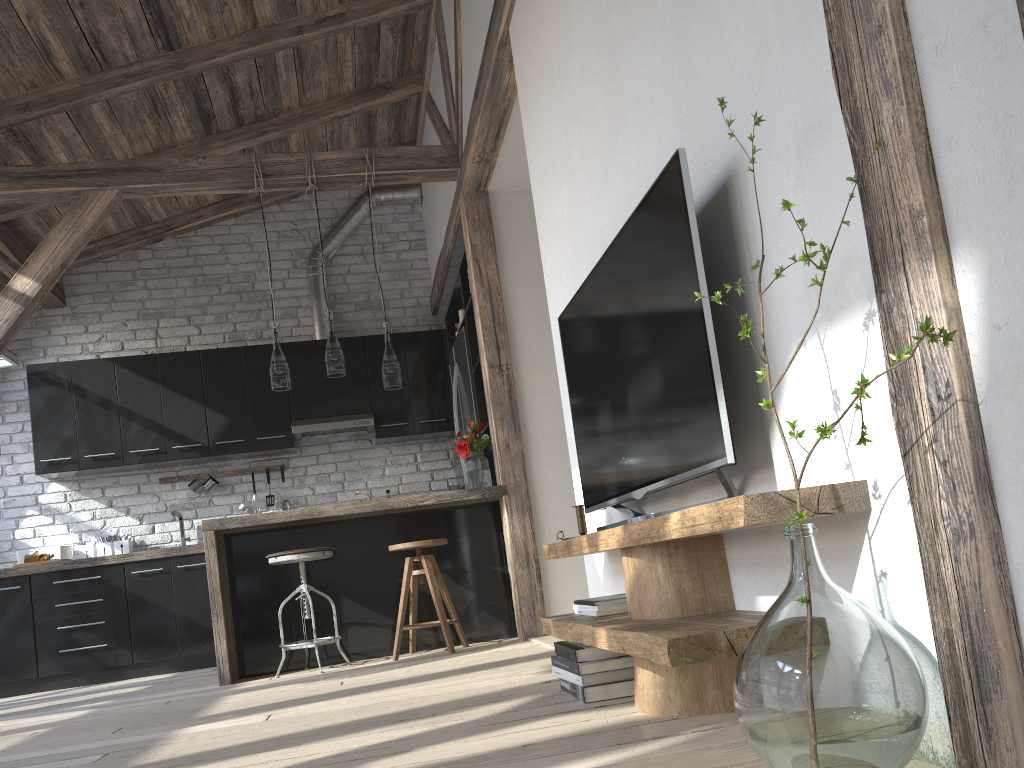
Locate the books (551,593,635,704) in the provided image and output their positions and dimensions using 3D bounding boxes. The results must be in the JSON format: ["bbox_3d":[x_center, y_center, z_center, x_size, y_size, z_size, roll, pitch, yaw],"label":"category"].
[{"bbox_3d":[0.282,0.752,2.552,0.290,0.261,0.367,-6,-10,-11],"label":"books"}]

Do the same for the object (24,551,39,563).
[{"bbox_3d":[-3.286,1.187,6.011,0.090,0.086,0.088,-2,-10,-33],"label":"object"}]

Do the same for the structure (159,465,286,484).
[{"bbox_3d":[-2.197,0.681,6.676,0.930,0.045,0.083,-6,-11,-10],"label":"structure"}]

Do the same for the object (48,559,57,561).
[{"bbox_3d":[-3.169,1.222,6.088,0.068,0.017,0.079,0,-14,-32],"label":"object"}]

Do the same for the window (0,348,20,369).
[{"bbox_3d":[-4.140,-0.120,5.681,1.516,1.259,0.870,-6,-7,-10],"label":"window"}]

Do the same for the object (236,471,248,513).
[{"bbox_3d":[-2.052,0.817,6.675,0.071,0.322,0.067,-7,-5,-11],"label":"object"}]

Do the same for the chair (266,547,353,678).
[{"bbox_3d":[-1.072,1.185,4.602,0.357,0.627,0.356,-11,-7,23],"label":"chair"}]

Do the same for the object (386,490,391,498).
[{"bbox_3d":[-0.936,0.960,6.832,0.089,0.279,0.083,-6,-6,-15],"label":"object"}]

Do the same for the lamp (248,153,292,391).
[{"bbox_3d":[-1.336,-0.612,4.803,0.108,1.271,0.228,-7,-5,-9],"label":"lamp"}]

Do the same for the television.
[{"bbox_3d":[0.299,0.007,2.235,0.206,0.694,1.125,-7,-10,-11],"label":"television"}]

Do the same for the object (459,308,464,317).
[{"bbox_3d":[-0.311,-0.469,5.949,0.094,0.066,0.108,-3,-11,-25],"label":"object"}]

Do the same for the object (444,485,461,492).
[{"bbox_3d":[-0.448,0.910,6.776,0.088,0.223,0.358,-7,-10,-11],"label":"object"}]

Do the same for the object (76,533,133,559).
[{"bbox_3d":[-2.966,1.194,6.444,0.404,0.198,0.150,-6,-8,-9],"label":"object"}]

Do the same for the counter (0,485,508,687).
[{"bbox_3d":[-2.015,1.402,5.520,3.802,0.840,2.287,-6,-11,-10],"label":"counter"}]

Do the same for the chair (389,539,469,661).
[{"bbox_3d":[-0.465,1.142,4.698,0.342,0.587,0.345,-9,-7,9],"label":"chair"}]

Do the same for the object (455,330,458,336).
[{"bbox_3d":[-0.320,-0.350,6.328,0.188,0.172,0.209,-13,-10,30],"label":"object"}]

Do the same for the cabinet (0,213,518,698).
[{"bbox_3d":[-1.938,0.592,5.695,4.204,2.474,2.131,-6,-8,-10],"label":"cabinet"}]

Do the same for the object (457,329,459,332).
[{"bbox_3d":[-0.297,-0.358,5.949,0.149,0.022,0.150,-11,-12,16],"label":"object"}]

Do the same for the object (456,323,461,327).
[{"bbox_3d":[-0.302,-0.392,5.952,0.150,0.026,0.149,-15,-14,30],"label":"object"}]

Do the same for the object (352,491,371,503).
[{"bbox_3d":[-1.114,0.911,6.520,0.221,0.232,0.226,-5,-9,-20],"label":"object"}]

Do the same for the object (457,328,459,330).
[{"bbox_3d":[-0.299,-0.370,5.950,0.150,0.026,0.149,-15,-14,30],"label":"object"}]

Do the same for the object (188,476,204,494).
[{"bbox_3d":[-2.378,0.756,6.622,0.117,0.137,0.095,-7,-7,-8],"label":"object"}]

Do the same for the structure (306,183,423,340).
[{"bbox_3d":[-1.139,-0.952,6.984,0.980,1.267,0.172,-6,-5,-10],"label":"structure"}]

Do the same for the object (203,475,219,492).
[{"bbox_3d":[-2.270,0.744,6.633,0.118,0.137,0.094,-9,-7,6],"label":"object"}]

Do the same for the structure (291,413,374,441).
[{"bbox_3d":[-1.359,0.325,6.709,0.598,0.102,0.376,-6,-12,-10],"label":"structure"}]

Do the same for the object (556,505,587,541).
[{"bbox_3d":[0.228,0.453,2.879,0.139,0.111,0.142,-3,-10,-28],"label":"object"}]

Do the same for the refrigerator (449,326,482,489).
[{"bbox_3d":[0.089,0.646,5.960,0.850,1.895,0.958,-7,-6,-11],"label":"refrigerator"}]

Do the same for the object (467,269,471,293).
[{"bbox_3d":[-0.194,-0.628,5.175,0.124,0.204,0.127,-7,-7,-6],"label":"object"}]

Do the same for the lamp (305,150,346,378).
[{"bbox_3d":[-1.056,-0.662,4.863,0.108,1.221,0.242,-8,-5,1],"label":"lamp"}]

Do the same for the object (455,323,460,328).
[{"bbox_3d":[-0.329,-0.390,6.101,0.095,0.066,0.107,-11,-10,17],"label":"object"}]

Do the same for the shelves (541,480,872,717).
[{"bbox_3d":[0.334,0.573,2.168,0.330,0.443,1.635,-6,-11,-11],"label":"shelves"}]

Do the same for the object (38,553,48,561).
[{"bbox_3d":[-3.245,1.208,6.092,0.074,0.066,0.080,-1,-11,-38],"label":"object"}]

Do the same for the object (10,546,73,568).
[{"bbox_3d":[-3.287,1.217,6.189,0.380,0.131,0.602,-3,-12,-22],"label":"object"}]

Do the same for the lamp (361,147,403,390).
[{"bbox_3d":[-0.743,-0.643,4.907,0.109,1.323,0.229,-7,-5,-9],"label":"lamp"}]

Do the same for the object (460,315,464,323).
[{"bbox_3d":[-0.301,-0.425,5.951,0.106,0.066,0.096,-8,-10,0],"label":"object"}]

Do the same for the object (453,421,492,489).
[{"bbox_3d":[-0.210,0.401,4.979,0.253,0.409,0.314,-11,-8,22],"label":"object"}]

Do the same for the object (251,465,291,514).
[{"bbox_3d":[-1.836,0.811,6.679,0.282,0.376,0.071,-6,-5,-10],"label":"object"}]

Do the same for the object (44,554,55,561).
[{"bbox_3d":[-3.193,1.202,6.068,0.073,0.054,0.084,-1,-12,-34],"label":"object"}]

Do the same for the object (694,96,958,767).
[{"bbox_3d":[0.461,0.020,1.243,0.274,1.105,0.524,-5,-7,-24],"label":"object"}]

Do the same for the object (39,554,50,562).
[{"bbox_3d":[-3.209,1.198,6.045,0.072,0.057,0.085,-1,-12,-34],"label":"object"}]

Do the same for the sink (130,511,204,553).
[{"bbox_3d":[-2.407,1.163,6.326,0.525,0.508,0.524,-6,-9,-10],"label":"sink"}]

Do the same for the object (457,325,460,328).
[{"bbox_3d":[-0.300,-0.381,5.951,0.150,0.026,0.149,-15,-14,30],"label":"object"}]
